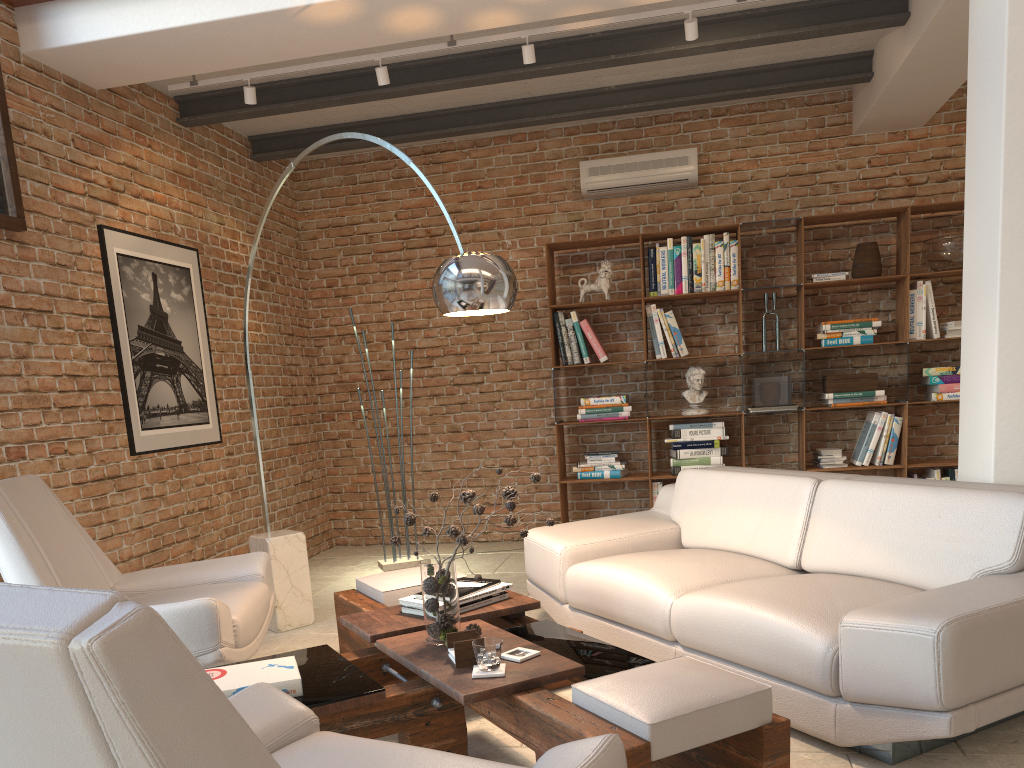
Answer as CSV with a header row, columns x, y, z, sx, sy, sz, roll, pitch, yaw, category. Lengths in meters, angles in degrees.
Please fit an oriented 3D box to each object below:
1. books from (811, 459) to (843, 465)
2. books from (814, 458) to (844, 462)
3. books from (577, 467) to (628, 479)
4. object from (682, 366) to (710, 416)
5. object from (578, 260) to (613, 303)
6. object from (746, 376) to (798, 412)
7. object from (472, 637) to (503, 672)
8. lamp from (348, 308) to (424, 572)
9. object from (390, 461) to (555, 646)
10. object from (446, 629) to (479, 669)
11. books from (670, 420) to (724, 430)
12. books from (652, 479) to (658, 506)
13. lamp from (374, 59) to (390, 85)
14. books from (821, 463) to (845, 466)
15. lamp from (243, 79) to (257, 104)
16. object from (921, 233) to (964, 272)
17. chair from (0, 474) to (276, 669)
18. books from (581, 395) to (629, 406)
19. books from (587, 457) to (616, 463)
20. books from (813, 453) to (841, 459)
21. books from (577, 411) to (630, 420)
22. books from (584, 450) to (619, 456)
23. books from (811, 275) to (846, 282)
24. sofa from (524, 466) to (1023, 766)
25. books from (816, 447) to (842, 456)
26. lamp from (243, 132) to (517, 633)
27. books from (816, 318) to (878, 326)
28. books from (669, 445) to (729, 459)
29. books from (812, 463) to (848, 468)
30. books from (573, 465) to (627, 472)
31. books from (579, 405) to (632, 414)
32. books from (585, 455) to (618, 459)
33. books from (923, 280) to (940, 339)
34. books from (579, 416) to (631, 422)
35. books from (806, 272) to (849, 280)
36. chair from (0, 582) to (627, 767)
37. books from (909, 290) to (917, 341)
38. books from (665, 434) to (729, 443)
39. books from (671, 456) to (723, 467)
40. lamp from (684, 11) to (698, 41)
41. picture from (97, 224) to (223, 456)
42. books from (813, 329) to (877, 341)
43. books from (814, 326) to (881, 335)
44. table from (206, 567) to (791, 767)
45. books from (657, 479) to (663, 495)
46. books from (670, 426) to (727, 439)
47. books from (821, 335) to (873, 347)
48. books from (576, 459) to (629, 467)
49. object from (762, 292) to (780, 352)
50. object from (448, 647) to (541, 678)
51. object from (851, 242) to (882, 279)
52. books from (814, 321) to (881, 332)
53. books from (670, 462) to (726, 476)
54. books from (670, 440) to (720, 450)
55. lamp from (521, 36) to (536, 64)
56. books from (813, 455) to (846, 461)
x,y,z,sx,sy,sz,roll,pitch,yaw,category
2.233,0.549,6.180,0.162,0.017,0.248,-4,0,7,books
2.246,0.535,6.178,0.156,0.008,0.238,-4,0,7,books
0.679,0.663,6.491,0.327,0.056,0.250,-4,0,22,books
1.310,0.046,6.248,0.196,0.358,0.189,0,9,27,object
0.597,-0.728,6.197,0.252,0.289,0.127,-2,8,19,object
1.822,0.068,6.125,0.336,0.238,0.278,-3,4,12,object
-0.069,0.798,2.566,0.090,0.086,0.090,-6,5,-29,object
-0.850,0.396,6.076,0.416,1.860,0.195,-7,10,-18,lamp
-0.113,0.551,2.896,0.539,0.620,0.311,-6,8,-17,object
-0.143,0.817,2.692,0.093,0.084,0.113,-5,4,-16,object
1.334,0.297,6.301,0.380,0.037,0.240,-4,0,12,books
1.067,0.905,6.459,0.036,0.391,0.238,-2,7,12,books
-0.648,-1.556,4.361,0.061,0.123,0.084,-2,7,14,lamp
2.248,0.560,6.183,0.156,0.008,0.238,-4,0,7,books
-1.355,-1.502,4.507,0.059,0.132,0.084,-7,8,-18,lamp
2.941,-0.853,5.748,0.430,0.223,0.436,-5,2,-37,object
-1.562,0.848,3.589,0.982,1.019,1.007,-4,5,-4,chair
0.685,0.121,6.395,0.327,0.056,0.250,-4,0,14,books
0.670,0.562,6.496,0.206,0.034,0.130,-4,0,12,books
2.230,0.504,6.172,0.162,0.017,0.247,-4,0,12,books
0.673,0.226,6.406,0.380,0.037,0.240,-4,0,7,books
0.668,0.509,6.473,0.252,0.017,0.159,-4,0,12,books
2.136,-0.702,5.894,0.206,0.034,0.130,-4,0,12,books
1.090,0.786,3.569,1.133,0.770,2.312,-6,2,-29,sofa
2.242,0.477,6.169,0.132,0.034,0.202,-4,0,7,books
-0.685,0.109,3.977,0.314,2.399,2.020,-13,10,-42,lamp
2.292,-0.421,5.979,0.356,0.021,0.267,-4,0,10,books
1.351,0.491,6.320,0.379,0.066,0.240,-4,1,-1,books
2.256,0.574,6.191,0.171,0.019,0.232,-4,0,0,books
0.658,0.617,6.495,0.380,0.037,0.240,-4,0,12,books
0.680,0.189,6.391,0.380,0.037,0.240,-4,0,5,books
0.665,0.536,6.499,0.236,0.019,0.168,-4,0,5,books
2.804,-0.492,5.877,0.101,0.392,0.238,-2,7,12,books
0.686,0.254,6.416,0.356,0.021,0.267,-4,0,12,books
2.130,-0.729,5.898,0.236,0.019,0.168,-4,0,5,books
-0.416,0.761,1.572,1.028,1.037,0.952,-1,6,28,chair
2.673,-0.455,5.888,0.056,0.336,0.248,-2,7,12,books
1.334,0.392,6.305,0.445,0.021,0.267,-4,0,12,books
1.347,0.552,6.348,0.363,0.056,0.277,-4,0,14,books
0.835,-1.662,4.059,0.061,0.118,0.092,-1,7,18,lamp
-1.983,-0.219,5.003,0.027,1.221,0.891,-2,7,12,picture
2.282,-0.336,5.996,0.380,0.037,0.240,-4,0,12,books
2.294,-0.364,5.978,0.380,0.018,0.240,-4,0,4,books
-0.482,1.057,2.910,1.953,0.437,2.188,-4,0,-27,table
1.105,0.902,6.467,0.036,0.391,0.238,-2,7,12,books
1.343,0.348,6.313,0.380,0.066,0.240,-4,1,6,books
2.304,-0.290,5.991,0.327,0.056,0.250,-4,0,22,books
0.669,0.589,6.477,0.380,0.018,0.240,-4,0,4,books
1.786,-0.426,6.019,0.122,0.408,0.060,-2,10,14,object
-0.034,0.833,2.649,0.270,0.035,0.246,-4,0,-16,object
2.371,-0.819,5.823,0.192,0.238,0.191,-7,7,-31,object
2.292,-0.392,5.964,0.380,0.037,0.240,-4,0,5,books
1.349,0.612,6.340,0.380,0.066,0.240,-4,1,6,books
1.318,0.432,6.304,0.327,0.056,0.250,-4,0,7,books
0.080,-1.602,4.209,0.061,0.132,0.084,-2,7,14,lamp
2.253,0.521,6.182,0.171,0.019,0.232,-4,0,5,books
